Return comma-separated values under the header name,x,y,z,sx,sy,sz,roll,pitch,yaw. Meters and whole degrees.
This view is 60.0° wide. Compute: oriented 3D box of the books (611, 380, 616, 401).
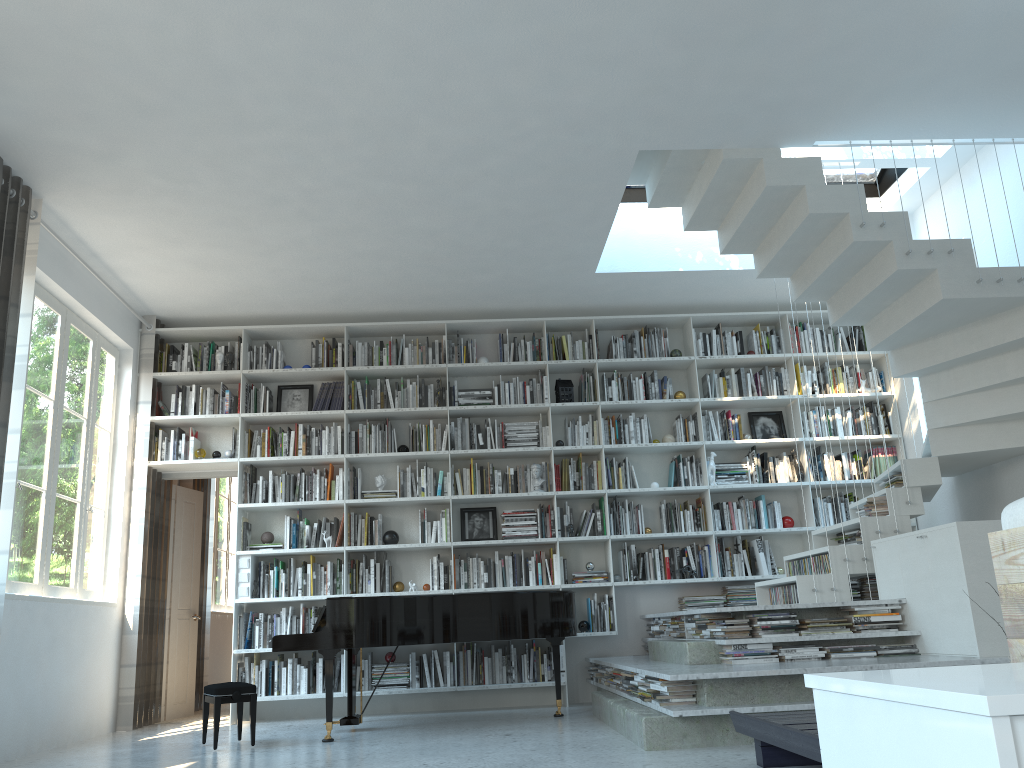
name,x,y,z,sx,sy,sz,roll,pitch,yaw
books,0.859,0.094,7.571,0.026,0.207,0.181,-2,-15,-3

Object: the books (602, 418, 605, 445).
name,x,y,z,sx,sy,sz,roll,pitch,yaw
books,0.752,0.432,7.482,0.028,0.250,0.190,-2,-15,-3

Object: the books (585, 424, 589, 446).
name,x,y,z,sx,sy,sz,roll,pitch,yaw
books,0.623,0.456,7.471,0.029,0.210,0.158,-2,-15,-3

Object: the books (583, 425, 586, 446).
name,x,y,z,sx,sy,sz,roll,pitch,yaw
books,0.602,0.464,7.467,0.027,0.196,0.185,-2,-15,-3

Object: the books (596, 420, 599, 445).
name,x,y,z,sx,sy,sz,roll,pitch,yaw
books,0.709,0.442,7.485,0.026,0.237,0.173,-2,-15,-3

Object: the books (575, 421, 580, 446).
name,x,y,z,sx,sy,sz,roll,pitch,yaw
books,0.549,0.448,7.476,0.023,0.235,0.179,-2,-15,-3

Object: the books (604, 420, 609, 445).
name,x,y,z,sx,sy,sz,roll,pitch,yaw
books,0.793,0.441,7.506,0.030,0.241,0.138,-2,-15,-3

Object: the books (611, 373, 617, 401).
name,x,y,z,sx,sy,sz,roll,pitch,yaw
books,0.875,0.062,7.598,0.011,0.282,0.173,-2,-15,-3

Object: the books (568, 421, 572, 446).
name,x,y,z,sx,sy,sz,roll,pitch,yaw
books,0.490,0.450,7.484,0.024,0.242,0.160,-2,-15,-3

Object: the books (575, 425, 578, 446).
name,x,y,z,sx,sy,sz,roll,pitch,yaw
books,0.534,0.464,7.477,0.023,0.206,0.171,-2,-15,-3

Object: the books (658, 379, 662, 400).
name,x,y,z,sx,sy,sz,roll,pitch,yaw
books,1.254,0.083,7.610,0.030,0.212,0.157,-2,-15,-3

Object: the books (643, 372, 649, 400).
name,x,y,z,sx,sy,sz,roll,pitch,yaw
books,1.144,0.055,7.625,0.012,0.284,0.160,-2,-15,-3

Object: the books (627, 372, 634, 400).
name,x,y,z,sx,sy,sz,roll,pitch,yaw
books,1.022,0.059,7.617,0.013,0.283,0.155,-2,-15,-3

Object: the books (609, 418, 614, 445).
name,x,y,z,sx,sy,sz,roll,pitch,yaw
books,0.830,0.432,7.489,0.014,0.247,0.177,-2,-15,-3

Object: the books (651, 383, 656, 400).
name,x,y,z,sx,sy,sz,roll,pitch,yaw
books,1.197,0.099,7.601,0.027,0.181,0.176,-2,-15,-3

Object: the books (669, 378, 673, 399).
name,x,y,z,sx,sy,sz,roll,pitch,yaw
books,1.354,0.076,7.633,0.026,0.228,0.141,-2,-15,-3

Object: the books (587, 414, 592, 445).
name,x,y,z,sx,sy,sz,roll,pitch,yaw
books,0.656,0.418,7.492,0.028,0.292,0.155,-2,-15,-3

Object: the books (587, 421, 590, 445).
name,x,y,z,sx,sy,sz,roll,pitch,yaw
books,0.640,0.446,7.481,0.024,0.233,0.150,-2,-15,-3

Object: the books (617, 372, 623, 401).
name,x,y,z,sx,sy,sz,roll,pitch,yaw
books,0.924,0.056,7.611,0.021,0.295,0.139,-2,-15,-3

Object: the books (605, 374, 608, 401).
name,x,y,z,sx,sy,sz,roll,pitch,yaw
books,0.799,0.069,7.606,0.011,0.279,0.134,-2,-15,-3

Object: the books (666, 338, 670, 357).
name,x,y,z,sx,sy,sz,roll,pitch,yaw
books,1.336,-0.273,7.703,0.014,0.208,0.188,-2,-15,-3

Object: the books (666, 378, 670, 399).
name,x,y,z,sx,sy,sz,roll,pitch,yaw
books,1.319,0.078,7.612,0.048,0.216,0.183,-2,-15,-3

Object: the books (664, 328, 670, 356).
name,x,y,z,sx,sy,sz,roll,pitch,yaw
books,1.344,-0.320,7.718,0.006,0.305,0.164,-2,-15,-3

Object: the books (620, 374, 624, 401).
name,x,y,z,sx,sy,sz,roll,pitch,yaw
books,0.941,0.067,7.616,0.012,0.276,0.133,-2,-15,-3

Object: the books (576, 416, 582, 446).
name,x,y,z,sx,sy,sz,roll,pitch,yaw
books,0.566,0.423,7.461,0.028,0.274,0.187,-2,-15,-3

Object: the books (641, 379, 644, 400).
name,x,y,z,sx,sy,sz,roll,pitch,yaw
books,1.104,0.082,7.600,0.011,0.221,0.159,-2,-15,-3

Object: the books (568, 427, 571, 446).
name,x,y,z,sx,sy,sz,roll,pitch,yaw
books,0.473,0.473,7.455,0.028,0.185,0.182,-2,-15,-3

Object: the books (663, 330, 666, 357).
name,x,y,z,sx,sy,sz,roll,pitch,yaw
books,1.306,-0.307,7.706,0.008,0.278,0.181,-2,-15,-3

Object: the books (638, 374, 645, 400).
name,x,y,z,sx,sy,sz,roll,pitch,yaw
books,1.114,0.062,7.608,0.012,0.264,0.157,-2,-15,-3

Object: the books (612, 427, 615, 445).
name,x,y,z,sx,sy,sz,roll,pitch,yaw
books,0.848,0.468,7.493,0.021,0.178,0.137,-2,-15,-3

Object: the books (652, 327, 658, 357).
name,x,y,z,sx,sy,sz,roll,pitch,yaw
books,1.239,-0.317,7.712,0.008,0.306,0.183,-2,-15,-3

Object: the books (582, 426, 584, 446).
name,x,y,z,sx,sy,sz,roll,pitch,yaw
books,0.583,0.464,7.463,0.024,0.194,0.173,-2,-15,-3

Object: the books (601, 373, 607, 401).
name,x,y,z,sx,sy,sz,roll,pitch,yaw
books,0.789,0.062,7.587,0.012,0.284,0.160,-2,-15,-3

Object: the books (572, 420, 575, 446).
name,x,y,z,sx,sy,sz,roll,pitch,yaw
books,0.508,0.445,7.480,0.028,0.249,0.165,-2,-15,-3

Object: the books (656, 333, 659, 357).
name,x,y,z,sx,sy,sz,roll,pitch,yaw
books,1.251,-0.293,7.712,0.014,0.258,0.150,-2,-15,-3

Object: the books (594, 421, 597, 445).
name,x,y,z,sx,sy,sz,roll,pitch,yaw
books,0.691,0.443,7.468,0.028,0.229,0.177,-2,-15,-3

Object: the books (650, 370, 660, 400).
name,x,y,z,sx,sy,sz,roll,pitch,yaw
books,1.223,0.045,7.603,0.029,0.284,0.184,-2,-15,-3

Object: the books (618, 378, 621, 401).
name,x,y,z,sx,sy,sz,roll,pitch,yaw
books,0.911,0.084,7.597,0.012,0.235,0.166,-2,-15,-3

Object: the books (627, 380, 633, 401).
name,x,y,z,sx,sy,sz,roll,pitch,yaw
books,1.003,0.090,7.611,0.028,0.223,0.142,-2,-15,-3

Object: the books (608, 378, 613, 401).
name,x,y,z,sx,sy,sz,roll,pitch,yaw
books,0.831,0.083,7.592,0.026,0.242,0.148,-2,-15,-3

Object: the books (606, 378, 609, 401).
name,x,y,z,sx,sy,sz,roll,pitch,yaw
books,0.812,0.087,7.596,0.012,0.239,0.139,-2,-15,-3

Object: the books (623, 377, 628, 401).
name,x,y,z,sx,sy,sz,roll,pitch,yaw
books,0.962,0.077,7.590,0.027,0.240,0.160,-2,-15,-3

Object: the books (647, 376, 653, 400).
name,x,y,z,sx,sy,sz,roll,pitch,yaw
books,1.167,0.072,7.602,0.030,0.237,0.186,-2,-15,-3

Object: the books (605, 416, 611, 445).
name,x,y,z,sx,sy,sz,roll,pitch,yaw
books,0.814,0.422,7.508,0.014,0.277,0.154,-2,-15,-3

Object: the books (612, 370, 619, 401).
name,x,y,z,sx,sy,sz,roll,pitch,yaw
books,0.887,0.048,7.596,0.014,0.306,0.153,-2,-15,-3

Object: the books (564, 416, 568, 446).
name,x,y,z,sx,sy,sz,roll,pitch,yaw
books,0.457,0.430,7.488,0.018,0.284,0.160,-2,-15,-3

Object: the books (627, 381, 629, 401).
name,x,y,z,sx,sy,sz,roll,pitch,yaw
books,0.982,0.094,7.606,0.014,0.214,0.132,-2,-15,-3

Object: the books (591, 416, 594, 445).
name,x,y,z,sx,sy,sz,roll,pitch,yaw
books,0.672,0.425,7.489,0.025,0.276,0.173,-2,-15,-3

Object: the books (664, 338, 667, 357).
name,x,y,z,sx,sy,sz,roll,pitch,yaw
books,1.320,-0.273,7.712,0.018,0.214,0.158,-2,-15,-3

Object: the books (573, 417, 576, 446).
name,x,y,z,sx,sy,sz,roll,pitch,yaw
books,0.522,0.432,7.486,0.019,0.274,0.146,-2,-15,-3

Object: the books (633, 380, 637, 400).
name,x,y,z,sx,sy,sz,roll,pitch,yaw
books,1.042,0.091,7.608,0.025,0.215,0.144,-2,-15,-3

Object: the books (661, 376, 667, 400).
name,x,y,z,sx,sy,sz,roll,pitch,yaw
books,1.296,0.067,7.604,0.054,0.234,0.172,-2,-15,-3

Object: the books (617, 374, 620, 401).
name,x,y,z,sx,sy,sz,roll,pitch,yaw
books,0.900,0.066,7.591,0.010,0.268,0.166,-2,-15,-3

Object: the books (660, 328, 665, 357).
name,x,y,z,sx,sy,sz,roll,pitch,yaw
books,1.295,-0.314,7.714,0.013,0.296,0.189,-2,-15,-3

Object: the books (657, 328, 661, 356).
name,x,y,z,sx,sy,sz,roll,pitch,yaw
books,1.277,-0.318,7.744,0.008,0.320,0.134,-2,-15,-3

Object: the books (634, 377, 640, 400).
name,x,y,z,sx,sy,sz,roll,pitch,yaw
books,1.066,0.077,7.600,0.023,0.236,0.149,-2,-15,-3

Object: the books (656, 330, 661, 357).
name,x,y,z,sx,sy,sz,roll,pitch,yaw
books,1.264,-0.311,7.723,0.019,0.298,0.137,-2,-15,-3

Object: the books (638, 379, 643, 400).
name,x,y,z,sx,sy,sz,roll,pitch,yaw
books,1.089,0.086,7.584,0.021,0.208,0.181,-2,-15,-3

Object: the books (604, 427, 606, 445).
name,x,y,z,sx,sy,sz,roll,pitch,yaw
books,0.772,0.458,7.505,0.013,0.209,0.140,-2,-15,-3
